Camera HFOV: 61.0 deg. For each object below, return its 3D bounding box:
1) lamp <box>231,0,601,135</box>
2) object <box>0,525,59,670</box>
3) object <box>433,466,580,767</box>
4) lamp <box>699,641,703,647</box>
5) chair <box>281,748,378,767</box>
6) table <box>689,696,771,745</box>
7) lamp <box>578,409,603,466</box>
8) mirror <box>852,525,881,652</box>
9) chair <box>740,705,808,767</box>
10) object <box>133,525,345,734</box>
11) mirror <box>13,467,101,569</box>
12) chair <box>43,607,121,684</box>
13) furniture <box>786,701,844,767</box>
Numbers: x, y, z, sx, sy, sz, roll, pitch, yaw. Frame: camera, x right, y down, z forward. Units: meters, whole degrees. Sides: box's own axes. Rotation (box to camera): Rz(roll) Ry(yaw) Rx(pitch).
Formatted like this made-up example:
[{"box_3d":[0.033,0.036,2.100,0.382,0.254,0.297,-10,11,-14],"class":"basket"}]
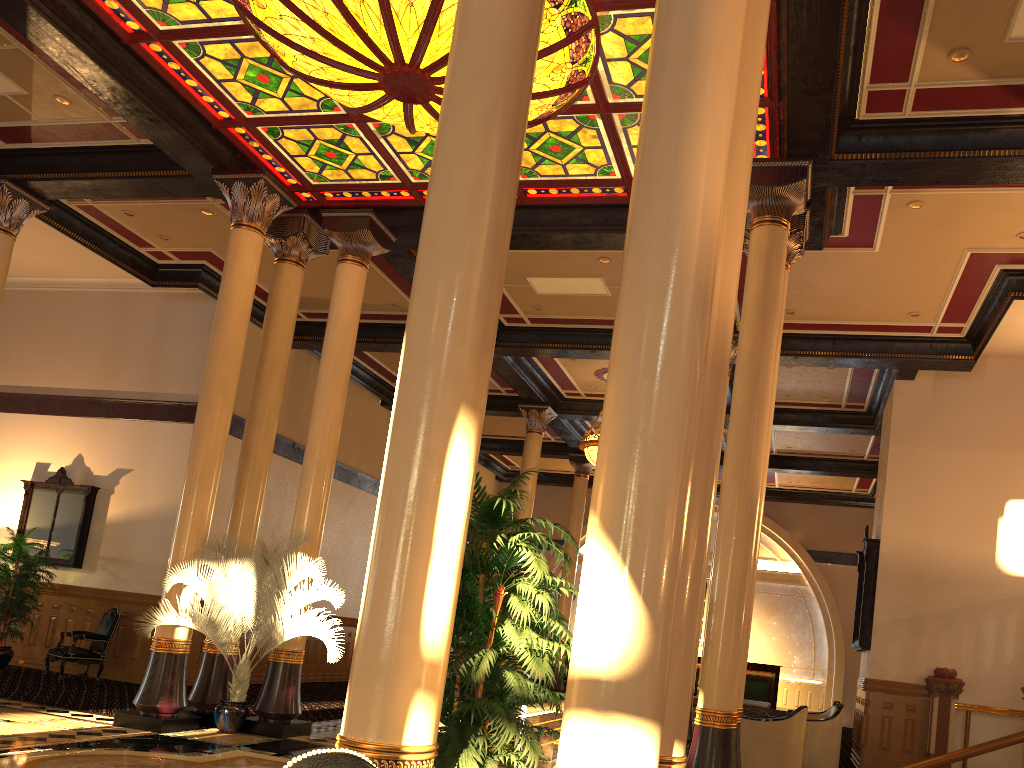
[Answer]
[{"box_3d":[-0.798,-2.661,6.976,2.929,0.590,3.151,3,-16,15],"class":"lamp"},{"box_3d":[-7.381,3.133,12.831,1.125,2.109,1.016,11,-10,-24],"class":"object"},{"box_3d":[-0.162,1.388,3.902,1.125,2.109,1.016,11,-10,-24],"class":"object"},{"box_3d":[4.879,6.642,21.861,0.443,0.435,0.414,13,-13,-27],"class":"lamp"},{"box_3d":[-0.168,1.193,1.376,0.716,1.077,0.785,1,-12,32],"class":"chair"},{"box_3d":[3.190,5.032,12.758,1.079,0.757,1.721,3,-15,18],"class":"table"},{"box_3d":[1.829,0.807,15.619,1.169,1.869,1.240,5,-10,12],"class":"lamp"},{"box_3d":[5.590,3.234,13.824,0.249,1.947,1.868,5,-11,19],"class":"mirror"},{"box_3d":[3.371,4.549,11.191,0.742,0.895,1.016,-1,-14,37],"class":"chair"},{"box_3d":[-2.544,2.567,9.142,1.772,2.227,2.184,3,-12,20],"class":"object"},{"box_3d":[-7.204,2.070,13.668,1.352,1.523,0.208,4,-8,15],"class":"mirror"},{"box_3d":[-6.139,3.690,12.404,0.710,1.077,0.791,-1,-13,41],"class":"chair"},{"box_3d":[4.487,5.192,13.011,0.787,0.924,2.282,4,-15,18],"class":"furniture"}]
